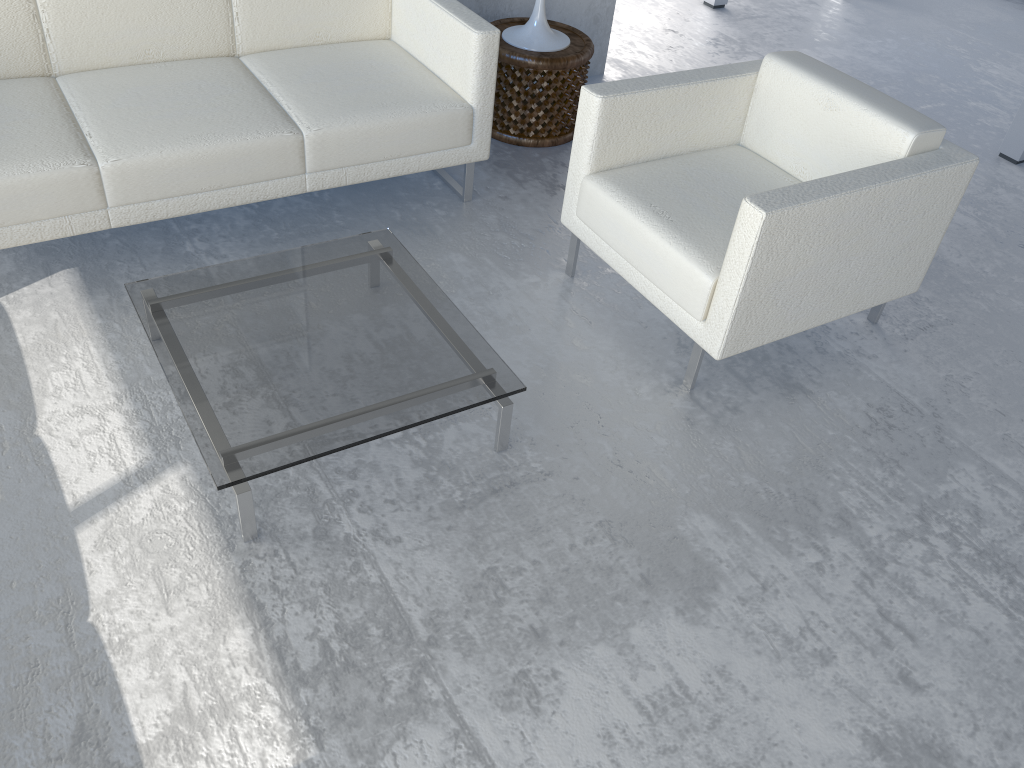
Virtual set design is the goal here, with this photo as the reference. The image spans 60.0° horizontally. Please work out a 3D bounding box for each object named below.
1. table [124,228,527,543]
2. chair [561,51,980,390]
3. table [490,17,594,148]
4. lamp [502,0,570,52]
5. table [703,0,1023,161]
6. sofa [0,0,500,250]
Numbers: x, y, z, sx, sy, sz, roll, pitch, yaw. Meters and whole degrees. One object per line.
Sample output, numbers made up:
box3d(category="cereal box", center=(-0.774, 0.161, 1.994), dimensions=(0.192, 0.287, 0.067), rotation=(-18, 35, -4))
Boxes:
box3d(category="table", center=(-0.481, -0.051, 2.228), dimensions=(0.730, 0.190, 0.773), rotation=(-18, 46, -26))
box3d(category="chair", center=(0.688, -0.517, 2.581), dimensions=(0.821, 0.662, 0.748), rotation=(-18, 46, -26))
box3d(category="table", center=(0.078, -1.201, 3.526), dimensions=(0.452, 0.358, 0.452), rotation=(27, 44, 22))
box3d(category="lamp", center=(0.121, -1.549, 3.227), dimensions=(0.347, 0.582, 0.347), rotation=(23, 43, 17))
box3d(category="table", center=(2.169, -2.050, 4.423), dimensions=(1.180, 0.835, 2.095), rotation=(-18, 46, -26))
box3d(category="sofa", center=(-1.060, -0.877, 2.741), dimensions=(1.881, 0.658, 0.821), rotation=(-18, 46, -26))
